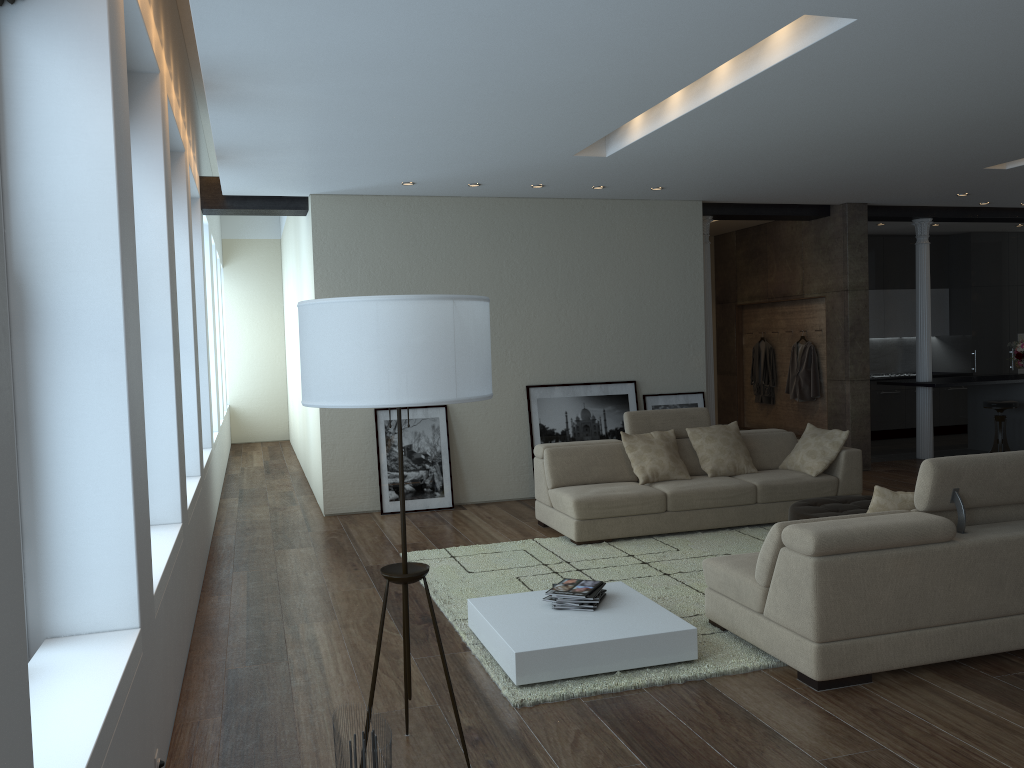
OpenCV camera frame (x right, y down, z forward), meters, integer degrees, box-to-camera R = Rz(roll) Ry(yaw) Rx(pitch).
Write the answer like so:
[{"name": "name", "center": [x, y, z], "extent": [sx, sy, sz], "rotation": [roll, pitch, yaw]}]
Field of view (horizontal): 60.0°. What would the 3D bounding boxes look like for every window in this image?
[{"name": "window", "center": [-1.363, -0.291, 2.033], "extent": [0.123, 2.400, 1.432], "rotation": [-3, 3, -16]}]

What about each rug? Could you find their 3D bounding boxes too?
[{"name": "rug", "center": [1.617, 1.235, 5.821], "extent": [4.231, 0.020, 2.972], "rotation": [-3, 3, -16]}]

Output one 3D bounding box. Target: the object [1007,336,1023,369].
[{"name": "object", "center": [6.594, -0.370, 11.142], "extent": [0.544, 0.552, 0.570], "rotation": [-2, 3, -10]}]

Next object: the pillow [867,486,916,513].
[{"name": "pillow", "center": [2.028, 0.694, 4.551], "extent": [0.519, 0.416, 0.368], "rotation": [-2, 3, -12]}]

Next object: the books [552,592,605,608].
[{"name": "books", "center": [0.357, 1.123, 4.674], "extent": [0.220, 0.010, 0.300], "rotation": [-1, 3, 19]}]

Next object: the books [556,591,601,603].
[{"name": "books", "center": [0.357, 1.104, 4.673], "extent": [0.220, 0.010, 0.300], "rotation": [-1, 3, 9]}]

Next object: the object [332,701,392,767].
[{"name": "object", "center": [-0.313, 1.092, 1.934], "extent": [0.458, 0.781, 0.458], "rotation": [-3, 3, -17]}]

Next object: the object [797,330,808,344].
[{"name": "object", "center": [3.531, -0.541, 10.771], "extent": [0.010, 0.219, 0.430], "rotation": [-3, 3, -16]}]

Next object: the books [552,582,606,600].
[{"name": "books", "center": [0.356, 1.085, 4.673], "extent": [0.220, 0.010, 0.300], "rotation": [-1, 3, 19]}]

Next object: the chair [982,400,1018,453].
[{"name": "chair", "center": [5.966, 0.821, 7.129], "extent": [16.134, 0.952, 21.556], "rotation": [-3, 3, -16]}]

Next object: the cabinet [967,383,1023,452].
[{"name": "cabinet", "center": [6.368, 0.398, 11.206], "extent": [0.642, 0.897, 0.900], "rotation": [-3, 3, -16]}]

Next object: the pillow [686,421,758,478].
[{"name": "pillow", "center": [1.787, 0.556, 7.565], "extent": [0.534, 0.439, 0.301], "rotation": [-3, 3, -20]}]

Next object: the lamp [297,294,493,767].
[{"name": "lamp", "center": [-0.402, 0.556, 3.295], "extent": [0.698, 1.728, 0.698], "rotation": [-2, 3, 7]}]

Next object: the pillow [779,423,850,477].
[{"name": "pillow", "center": [2.584, 0.553, 7.552], "extent": [0.395, 0.393, 0.518], "rotation": [-3, 3, -20]}]

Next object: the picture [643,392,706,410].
[{"name": "picture", "center": [1.733, 0.592, 9.220], "extent": [0.700, 0.988, 0.195], "rotation": [-3, 3, -16]}]

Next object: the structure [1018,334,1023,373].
[{"name": "structure", "center": [7.854, -0.483, 13.730], "extent": [0.595, 0.596, 0.591], "rotation": [-3, 3, -16]}]

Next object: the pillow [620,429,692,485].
[{"name": "pillow", "center": [1.192, 0.595, 7.377], "extent": [0.519, 0.416, 0.368], "rotation": [-3, 3, -21]}]

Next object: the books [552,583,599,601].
[{"name": "books", "center": [0.332, 1.095, 4.681], "extent": [0.220, 0.010, 0.300], "rotation": [-2, 3, -1]}]

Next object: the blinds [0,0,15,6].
[{"name": "blinds", "center": [-1.321, -1.307, 2.009], "extent": [0.183, 0.395, 1.431], "rotation": [-3, 3, -16]}]

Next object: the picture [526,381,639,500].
[{"name": "picture", "center": [0.756, 0.563, 8.916], "extent": [1.183, 1.140, 0.225], "rotation": [-3, 3, -16]}]

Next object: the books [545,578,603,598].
[{"name": "books", "center": [0.332, 1.076, 4.680], "extent": [0.220, 0.010, 0.300], "rotation": [-1, 3, 24]}]

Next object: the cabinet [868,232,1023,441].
[{"name": "cabinet", "center": [6.809, -0.771, 13.526], "extent": [7.409, 2.980, 0.827], "rotation": [-3, 3, -16]}]

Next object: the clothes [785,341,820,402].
[{"name": "clothes", "center": [3.526, -0.154, 10.795], "extent": [0.173, 0.735, 0.700], "rotation": [-3, 3, -18]}]

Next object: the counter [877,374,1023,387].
[{"name": "counter", "center": [6.517, -0.077, 11.233], "extent": [3.700, 0.040, 1.000], "rotation": [-3, 3, -16]}]

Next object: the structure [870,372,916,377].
[{"name": "structure", "center": [5.590, -0.121, 13.155], "extent": [0.900, 0.066, 0.520], "rotation": [-3, 3, -16]}]

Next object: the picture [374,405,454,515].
[{"name": "picture", "center": [-0.928, 0.714, 8.439], "extent": [0.700, 0.988, 0.195], "rotation": [-3, 3, -16]}]

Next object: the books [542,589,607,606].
[{"name": "books", "center": [0.333, 1.114, 4.682], "extent": [0.220, 0.010, 0.300], "rotation": [0, 3, 34]}]

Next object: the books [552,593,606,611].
[{"name": "books", "center": [0.358, 1.143, 4.675], "extent": [0.220, 0.010, 0.300], "rotation": [-1, 3, 19]}]

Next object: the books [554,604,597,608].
[{"name": "books", "center": [0.334, 1.134, 4.683], "extent": [0.220, 0.010, 0.300], "rotation": [-2, 3, 4]}]

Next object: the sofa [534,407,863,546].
[{"name": "sofa", "center": [1.552, 0.697, 7.486], "extent": [2.581, 0.950, 1.021], "rotation": [-3, 3, -16]}]

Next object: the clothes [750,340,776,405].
[{"name": "clothes", "center": [3.282, -0.159, 11.660], "extent": [0.141, 0.855, 0.569], "rotation": [-3, 3, -16]}]

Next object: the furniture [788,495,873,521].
[{"name": "furniture", "center": [2.449, 1.010, 6.083], "extent": [1.057, 0.355, 1.057], "rotation": [-3, 3, -14]}]

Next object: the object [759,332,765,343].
[{"name": "object", "center": [3.287, -0.572, 11.639], "extent": [0.010, 0.219, 0.430], "rotation": [-3, 3, -16]}]

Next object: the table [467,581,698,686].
[{"name": "table", "center": [0.320, 1.242, 4.496], "extent": [0.900, 0.170, 0.900], "rotation": [-3, 3, -16]}]

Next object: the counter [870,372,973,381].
[{"name": "counter", "center": [5.003, 0.013, 13.030], "extent": [3.597, 0.223, 0.807], "rotation": [-3, 3, -16]}]

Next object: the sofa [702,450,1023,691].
[{"name": "sofa", "center": [2.387, 0.797, 4.662], "extent": [2.581, 0.950, 1.021], "rotation": [-3, 3, -16]}]
